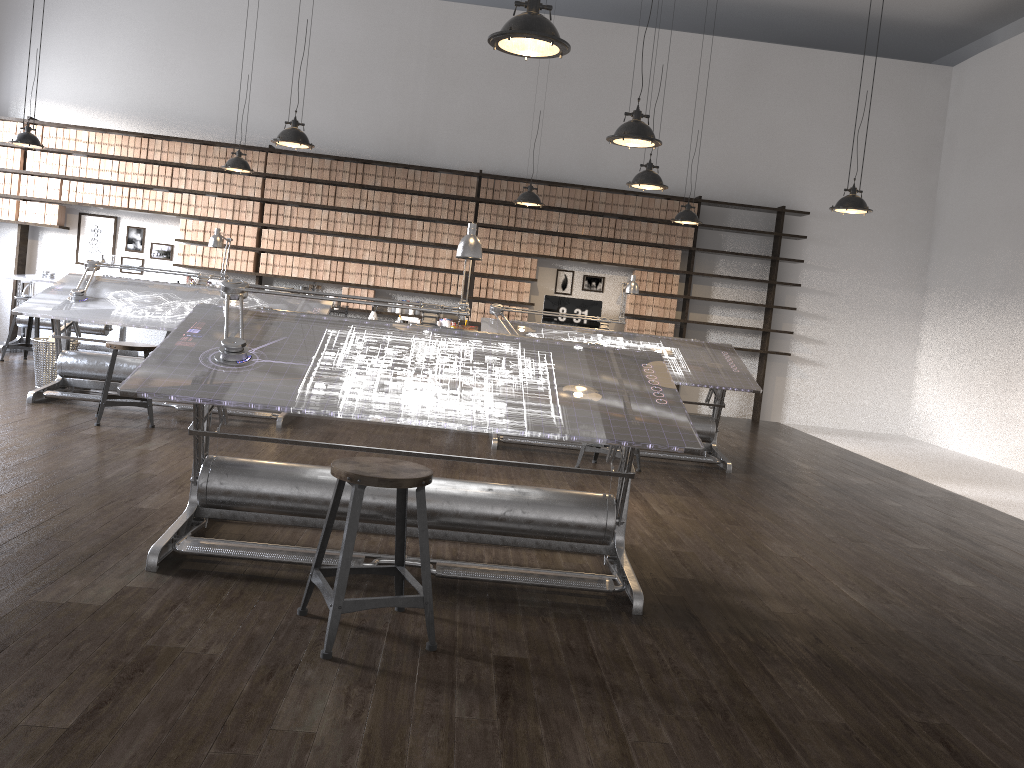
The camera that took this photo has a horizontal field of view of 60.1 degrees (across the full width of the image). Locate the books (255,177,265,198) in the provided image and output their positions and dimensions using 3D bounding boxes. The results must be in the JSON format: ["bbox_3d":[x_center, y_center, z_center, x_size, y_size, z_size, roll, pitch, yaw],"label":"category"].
[{"bbox_3d":[-2.774,-2.156,9.766,0.067,0.225,0.175,6,4,-4],"label":"books"}]

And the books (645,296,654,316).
[{"bbox_3d":[1.548,-0.882,10.067,0.066,0.225,0.175,6,4,-4],"label":"books"}]

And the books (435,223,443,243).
[{"bbox_3d":[-0.816,-1.676,9.903,0.066,0.225,0.175,6,4,-4],"label":"books"}]

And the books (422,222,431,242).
[{"bbox_3d":[-0.955,-1.690,9.889,0.067,0.225,0.175,6,4,-4],"label":"books"}]

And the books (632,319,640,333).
[{"bbox_3d":[1.392,-0.620,10.068,0.067,0.225,0.175,6,4,-4],"label":"books"}]

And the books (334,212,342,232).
[{"bbox_3d":[-1.923,-1.792,9.836,0.066,0.225,0.175,6,4,-4],"label":"books"}]

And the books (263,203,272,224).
[{"bbox_3d":[-2.689,-1.872,9.790,0.066,0.225,0.175,6,4,-4],"label":"books"}]

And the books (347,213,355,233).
[{"bbox_3d":[-1.781,-1.776,9.838,0.066,0.225,0.175,6,4,-4],"label":"books"}]

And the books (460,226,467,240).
[{"bbox_3d":[-0.546,-1.648,9.916,0.066,0.225,0.175,6,4,-4],"label":"books"}]

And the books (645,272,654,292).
[{"bbox_3d":[1.547,-1.157,10.052,0.066,0.225,0.175,6,4,-4],"label":"books"}]

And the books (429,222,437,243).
[{"bbox_3d":[-0.886,-1.683,9.897,0.066,0.225,0.175,6,4,-4],"label":"books"}]

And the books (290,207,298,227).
[{"bbox_3d":[-2.400,-1.841,9.807,0.066,0.225,0.175,6,4,-4],"label":"books"}]

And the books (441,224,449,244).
[{"bbox_3d":[-0.747,-1.669,9.903,0.066,0.225,0.175,6,4,-4],"label":"books"}]

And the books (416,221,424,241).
[{"bbox_3d":[-1.027,-1.698,9.886,0.066,0.225,0.175,6,4,-4],"label":"books"}]

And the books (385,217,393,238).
[{"bbox_3d":[-1.363,-1.733,9.865,0.066,0.225,0.175,6,4,-4],"label":"books"}]

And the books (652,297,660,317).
[{"bbox_3d":[1.620,-0.874,10.068,0.066,0.225,0.175,6,4,-4],"label":"books"}]

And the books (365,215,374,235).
[{"bbox_3d":[-1.582,-1.756,9.856,0.066,0.225,0.175,6,4,-4],"label":"books"}]

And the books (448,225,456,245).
[{"bbox_3d":[-0.675,-1.661,9.904,0.066,0.225,0.175,6,4,-4],"label":"books"}]

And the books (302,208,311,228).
[{"bbox_3d":[-2.262,-1.826,9.809,0.067,0.225,0.175,6,4,-4],"label":"books"}]

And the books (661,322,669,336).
[{"bbox_3d":[1.725,-0.586,10.095,0.066,0.225,0.175,6,4,-4],"label":"books"}]

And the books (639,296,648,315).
[{"bbox_3d":[1.478,-0.889,10.067,0.066,0.225,0.175,6,4,-4],"label":"books"}]

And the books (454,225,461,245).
[{"bbox_3d":[-0.609,-1.654,9.908,0.067,0.225,0.175,6,4,-4],"label":"books"}]

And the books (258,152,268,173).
[{"bbox_3d":[-2.736,-2.429,9.754,0.066,0.225,0.175,6,4,-4],"label":"books"}]

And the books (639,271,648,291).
[{"bbox_3d":[1.477,-1.165,10.052,0.066,0.225,0.175,6,4,-4],"label":"books"}]

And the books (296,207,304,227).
[{"bbox_3d":[-2.329,-1.834,9.811,0.066,0.225,0.175,6,4,-4],"label":"books"}]

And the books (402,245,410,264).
[{"bbox_3d":[-1.181,-1.436,9.894,0.066,0.225,0.175,6,4,-4],"label":"books"}]

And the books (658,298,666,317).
[{"bbox_3d":[1.686,-0.867,10.072,0.067,0.225,0.175,6,4,-4],"label":"books"}]

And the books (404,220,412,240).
[{"bbox_3d":[-1.156,-1.711,9.875,0.067,0.225,0.175,6,4,-4],"label":"books"}]

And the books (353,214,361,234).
[{"bbox_3d":[-1.710,-1.769,9.842,0.067,0.225,0.175,6,4,-4],"label":"books"}]

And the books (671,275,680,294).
[{"bbox_3d":[1.841,-1.127,10.072,0.066,0.225,0.175,6,4,-4],"label":"books"}]

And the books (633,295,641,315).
[{"bbox_3d":[1.409,-0.896,10.061,0.066,0.225,0.175,6,4,-4],"label":"books"}]

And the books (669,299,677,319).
[{"bbox_3d":[1.818,-0.854,10.085,0.066,0.225,0.175,6,4,-4],"label":"books"}]

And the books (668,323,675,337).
[{"bbox_3d":[1.790,-0.578,10.092,0.067,0.225,0.175,6,4,-4],"label":"books"}]

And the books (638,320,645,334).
[{"bbox_3d":[1.458,-0.613,10.077,0.066,0.225,0.175,6,4,-4],"label":"books"}]

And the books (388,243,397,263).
[{"bbox_3d":[-1.329,-1.452,9.885,0.066,0.225,0.175,6,4,-4],"label":"books"}]

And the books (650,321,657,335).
[{"bbox_3d":[1.586,-0.600,10.081,0.067,0.225,0.175,6,4,-4],"label":"books"}]

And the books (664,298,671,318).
[{"bbox_3d":[1.748,-0.861,10.080,0.066,0.225,0.175,6,4,-4],"label":"books"}]

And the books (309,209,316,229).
[{"bbox_3d":[-2.196,-1.820,9.818,0.066,0.225,0.175,6,4,-4],"label":"books"}]

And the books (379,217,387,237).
[{"bbox_3d":[-1.434,-1.741,9.865,0.066,0.225,0.175,6,4,-4],"label":"books"}]

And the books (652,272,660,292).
[{"bbox_3d":[1.618,-1.150,10.061,0.066,0.225,0.175,6,4,-4],"label":"books"}]

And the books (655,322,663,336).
[{"bbox_3d":[1.656,-0.593,10.089,0.066,0.225,0.175,6,4,-4],"label":"books"}]

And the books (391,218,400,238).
[{"bbox_3d":[-1.293,-1.726,9.873,0.066,0.225,0.175,6,4,-4],"label":"books"}]

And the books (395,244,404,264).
[{"bbox_3d":[-1.255,-1.444,9.884,0.067,0.225,0.175,6,4,-4],"label":"books"}]

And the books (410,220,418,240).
[{"bbox_3d":[-1.090,-1.705,9.884,0.066,0.225,0.175,6,4,-4],"label":"books"}]

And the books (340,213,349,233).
[{"bbox_3d":[-1.853,-1.784,9.837,0.066,0.225,0.175,6,4,-4],"label":"books"}]

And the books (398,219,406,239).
[{"bbox_3d":[-1.223,-1.719,9.877,0.066,0.225,0.175,6,4,-4],"label":"books"}]

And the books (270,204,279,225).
[{"bbox_3d":[-2.615,-1.863,9.789,0.067,0.225,0.175,6,4,-4],"label":"books"}]

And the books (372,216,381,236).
[{"bbox_3d":[-1.508,-1.748,9.855,0.067,0.225,0.175,6,4,-4],"label":"books"}]

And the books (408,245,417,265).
[{"bbox_3d":[-1.110,-1.429,9.893,0.066,0.225,0.175,6,4,-4],"label":"books"}]

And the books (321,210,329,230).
[{"bbox_3d":[-2.062,-1.806,9.822,0.067,0.225,0.175,6,4,-4],"label":"books"}]

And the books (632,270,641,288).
[{"bbox_3d":[1.406,-1.172,10.048,0.066,0.225,0.175,6,4,-4],"label":"books"}]

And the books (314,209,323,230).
[{"bbox_3d":[-2.134,-1.813,9.820,0.066,0.225,0.175,6,4,-4],"label":"books"}]

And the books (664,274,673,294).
[{"bbox_3d":[1.766,-1.135,10.070,0.066,0.225,0.175,6,4,-4],"label":"books"}]

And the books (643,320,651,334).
[{"bbox_3d":[1.520,-0.607,10.079,0.066,0.225,0.175,6,4,-4],"label":"books"}]

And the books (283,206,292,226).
[{"bbox_3d":[-2.470,-1.848,9.798,0.066,0.225,0.175,6,4,-4],"label":"books"}]

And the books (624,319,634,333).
[{"bbox_3d":[1.324,-0.627,10.070,0.066,0.225,0.175,6,4,-4],"label":"books"}]

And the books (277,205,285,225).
[{"bbox_3d":[-2.541,-1.856,9.799,0.066,0.225,0.175,6,4,-4],"label":"books"}]

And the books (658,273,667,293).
[{"bbox_3d":[1.692,-1.142,10.060,0.067,0.225,0.175,6,4,-4],"label":"books"}]

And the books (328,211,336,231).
[{"bbox_3d":[-1.992,-1.799,9.830,0.066,0.225,0.175,6,4,-4],"label":"books"}]

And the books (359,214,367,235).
[{"bbox_3d":[-1.647,-1.763,9.850,0.066,0.225,0.175,6,4,-4],"label":"books"}]
